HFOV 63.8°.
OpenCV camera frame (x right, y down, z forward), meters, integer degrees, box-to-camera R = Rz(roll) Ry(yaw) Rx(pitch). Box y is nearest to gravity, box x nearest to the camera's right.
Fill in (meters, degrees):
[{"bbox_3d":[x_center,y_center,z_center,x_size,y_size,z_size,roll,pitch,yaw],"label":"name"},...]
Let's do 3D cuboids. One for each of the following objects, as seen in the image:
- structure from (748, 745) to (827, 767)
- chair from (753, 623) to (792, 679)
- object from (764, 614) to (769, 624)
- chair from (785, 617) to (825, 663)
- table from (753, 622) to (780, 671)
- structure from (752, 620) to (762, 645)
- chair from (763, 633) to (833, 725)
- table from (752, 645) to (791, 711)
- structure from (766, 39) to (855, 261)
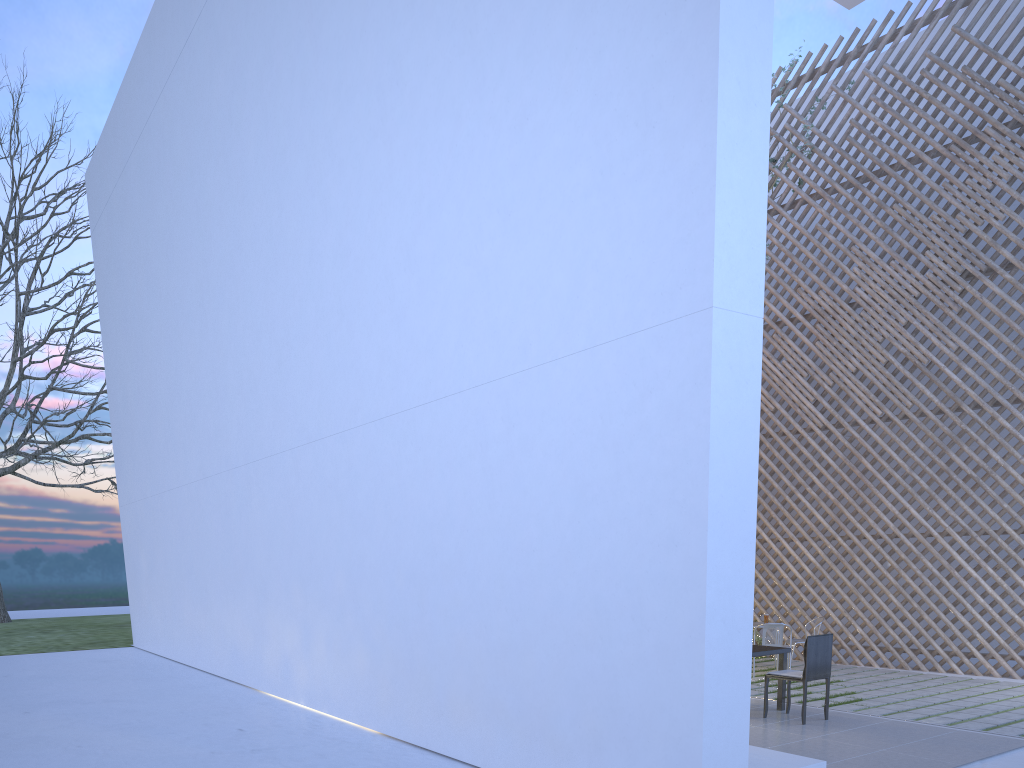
[{"bbox_3d":[0.259,0.041,4.098,1.701,3.367,3.664,-5,1,-36],"label":"structure"},{"bbox_3d":[1.679,1.720,5.328,0.263,0.387,0.241,-1,4,10],"label":"chair"},{"bbox_3d":[1.713,1.585,5.545,0.032,0.078,0.030,0,7,10],"label":"object"},{"bbox_3d":[2.001,1.783,5.649,0.249,0.387,0.255,-1,3,5],"label":"chair"},{"bbox_3d":[1.678,1.813,5.663,0.349,0.338,0.344,-2,-1,17],"label":"table"},{"bbox_3d":[1.868,1.985,6.389,0.317,0.328,0.292,-2,0,40],"label":"structure"},{"bbox_3d":[1.366,1.404,3.946,0.188,0.447,0.235,-6,7,-35],"label":"chair"},{"bbox_3d":[1.163,1.513,4.220,0.357,0.336,0.352,0,-2,-35],"label":"table"},{"bbox_3d":[1.502,-0.817,6.514,0.720,2.777,2.358,-9,6,-44],"label":"structure"}]
